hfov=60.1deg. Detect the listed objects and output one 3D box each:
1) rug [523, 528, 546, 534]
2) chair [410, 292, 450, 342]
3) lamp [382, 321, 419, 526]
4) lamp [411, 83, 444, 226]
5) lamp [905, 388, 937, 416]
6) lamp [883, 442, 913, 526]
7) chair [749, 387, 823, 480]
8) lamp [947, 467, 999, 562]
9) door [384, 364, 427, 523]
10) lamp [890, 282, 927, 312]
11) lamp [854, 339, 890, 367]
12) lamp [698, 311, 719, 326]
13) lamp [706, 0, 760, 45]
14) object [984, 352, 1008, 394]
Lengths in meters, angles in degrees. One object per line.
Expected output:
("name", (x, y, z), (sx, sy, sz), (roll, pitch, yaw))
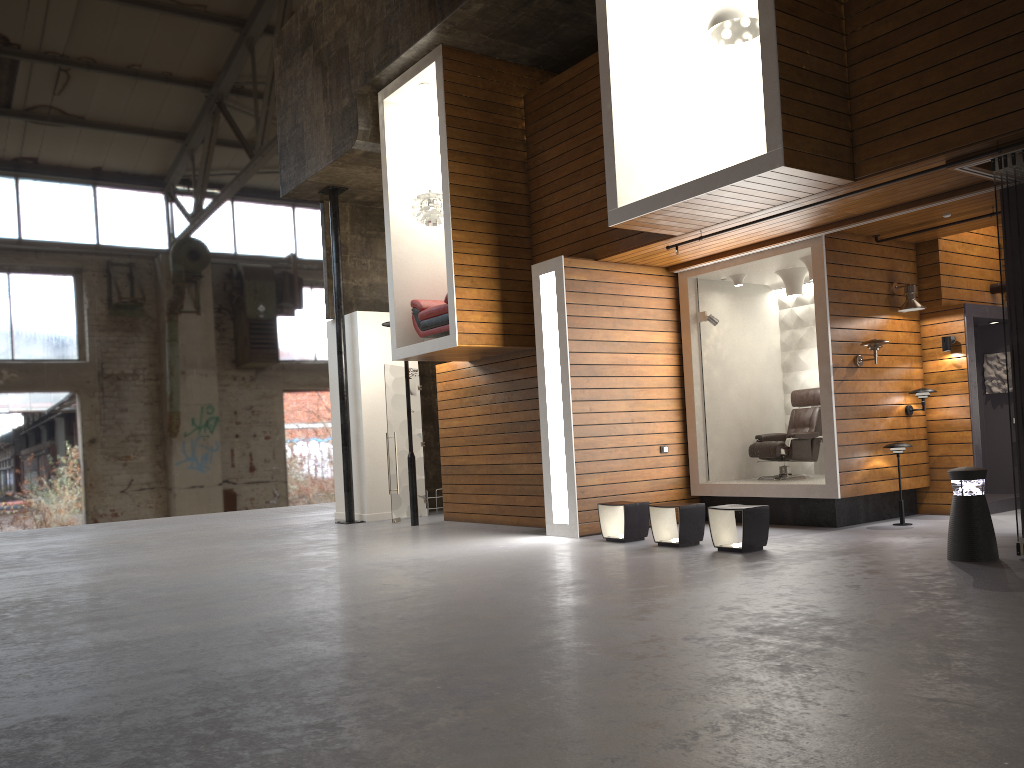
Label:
("rug", (0.887, 1.738, 10.800), (1.576, 0.014, 0.542), (0, -5, -35))
("chair", (-0.611, -0.996, 11.211), (0.952, 0.936, 1.203), (-1, -3, -35))
("lamp", (-1.426, 0.575, 12.347), (0.630, 2.944, 0.630), (-3, -1, 5))
("lamp", (-1.043, -2.872, 11.070), (0.512, 1.772, 0.487), (-4, -1, 18))
("lamp", (4.461, 0.188, 9.648), (0.288, 0.296, 0.327), (-1, -3, -35))
("lamp", (4.019, 1.028, 9.175), (0.288, 0.861, 0.287), (-4, -2, 40))
("chair", (3.329, 0.595, 10.636), (0.824, 1.070, 0.757), (-2, -2, -21))
("lamp", (3.464, 0.973, 6.700), (0.348, 0.695, 0.349), (-2, -2, -30))
("door", (-1.590, 0.887, 13.363), (0.146, 2.302, 1.286), (-3, -2, 17))
("lamp", (4.287, -0.959, 9.581), (0.294, 0.331, 0.347), (-2, -3, -34))
("lamp", (3.716, -0.329, 9.132), (0.288, 0.270, 0.352), (-1, -3, -35))
("lamp", (2.331, -0.774, 10.512), (0.249, 0.188, 0.129), (-4, -2, 23))
("lamp", (1.989, -3.664, 7.981), (0.529, 0.986, 0.531), (-2, -2, -23))
("object", (5.811, -0.133, 10.525), (0.048, 0.477, 0.381), (-2, -2, -36))
